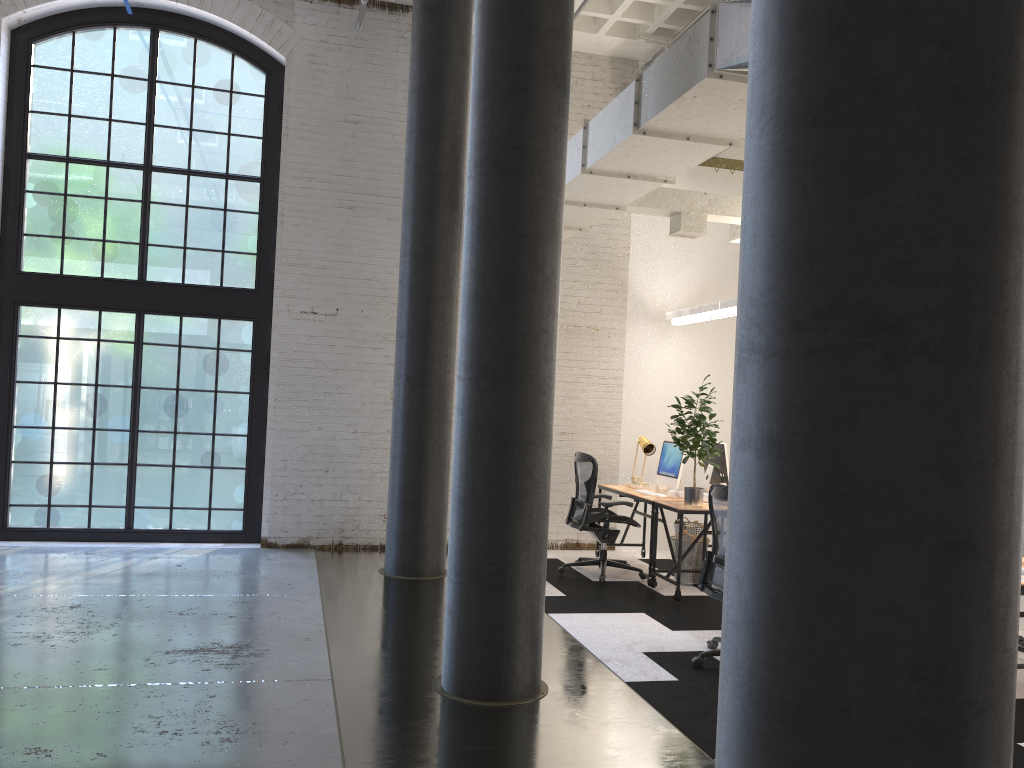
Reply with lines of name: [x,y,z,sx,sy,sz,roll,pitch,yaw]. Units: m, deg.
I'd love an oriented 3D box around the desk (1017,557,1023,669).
desk: [2.740,1.406,5.777,0.529,0.724,1.401,3,-1,-14]

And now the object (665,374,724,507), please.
object: [1.474,0.452,7.200,0.439,1.077,0.513,3,-1,-23]

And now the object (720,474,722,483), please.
object: [1.927,0.927,8.141,0.008,0.207,0.054,3,0,-31]

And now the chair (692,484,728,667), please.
chair: [1.479,1.158,5.374,0.792,1.085,0.770,3,-1,-30]

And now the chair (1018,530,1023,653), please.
chair: [3.195,1.256,5.987,0.792,1.085,0.770,3,-1,-30]

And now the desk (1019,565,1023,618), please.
desk: [2.566,1.375,4.738,1.401,0.724,0.529,3,-1,-14]

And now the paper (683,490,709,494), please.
paper: [1.898,0.975,7.492,1.134,0.082,0.083,2,-1,41]

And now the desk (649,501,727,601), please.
desk: [1.904,1.376,7.337,1.401,0.724,0.529,3,-1,-14]

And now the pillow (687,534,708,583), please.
pillow: [1.629,1.532,7.794,0.119,0.406,0.239,3,-1,-13]

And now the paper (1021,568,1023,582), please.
paper: [2.460,0.984,4.740,0.626,0.061,0.568,3,-1,-16]

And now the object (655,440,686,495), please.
object: [1.471,0.766,8.093,0.190,0.485,0.483,3,-1,-14]

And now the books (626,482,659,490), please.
books: [1.270,0.990,8.617,0.225,0.038,0.309,3,-1,-14]

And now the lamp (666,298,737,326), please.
lamp: [2.630,-2.024,5.663,0.226,2.864,7.302,3,-1,-14]

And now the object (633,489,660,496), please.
object: [1.238,0.988,8.063,0.118,0.017,0.439,3,-1,-14]

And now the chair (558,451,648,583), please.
chair: [0.817,1.159,7.974,0.792,1.085,0.770,3,-1,-30]

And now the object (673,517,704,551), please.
object: [1.767,1.547,8.777,0.353,0.435,0.358,3,-1,-17]

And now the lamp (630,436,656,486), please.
lamp: [1.267,0.737,8.562,0.126,0.470,0.344,3,-1,-14]

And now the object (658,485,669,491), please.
object: [1.440,0.952,8.434,0.101,0.126,0.101,2,-1,31]

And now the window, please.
window: [-3.574,-1.019,8.566,2.491,5.179,0.138,3,0,-14]

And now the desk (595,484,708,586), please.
desk: [1.255,1.362,8.182,0.529,0.724,1.401,3,-1,-14]

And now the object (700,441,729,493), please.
object: [1.921,0.797,8.473,0.190,0.485,0.483,3,-1,-14]

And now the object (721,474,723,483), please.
object: [1.929,0.928,8.117,0.054,0.207,0.008,3,0,-27]

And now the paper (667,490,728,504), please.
paper: [1.736,0.966,7.453,0.083,0.082,1.134,3,-1,-39]

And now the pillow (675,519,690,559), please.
pillow: [1.688,1.556,8.763,0.119,0.406,0.239,3,-1,-13]

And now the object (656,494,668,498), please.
object: [1.309,0.978,7.743,0.106,0.029,0.059,3,-1,-13]

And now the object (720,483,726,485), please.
object: [1.935,0.970,8.129,0.101,0.126,0.101,2,-1,31]

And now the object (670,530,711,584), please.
object: [1.552,1.515,7.780,0.353,0.435,0.358,3,-1,-17]

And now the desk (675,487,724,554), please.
desk: [2.078,1.407,8.377,0.529,0.724,1.401,3,-1,-14]
